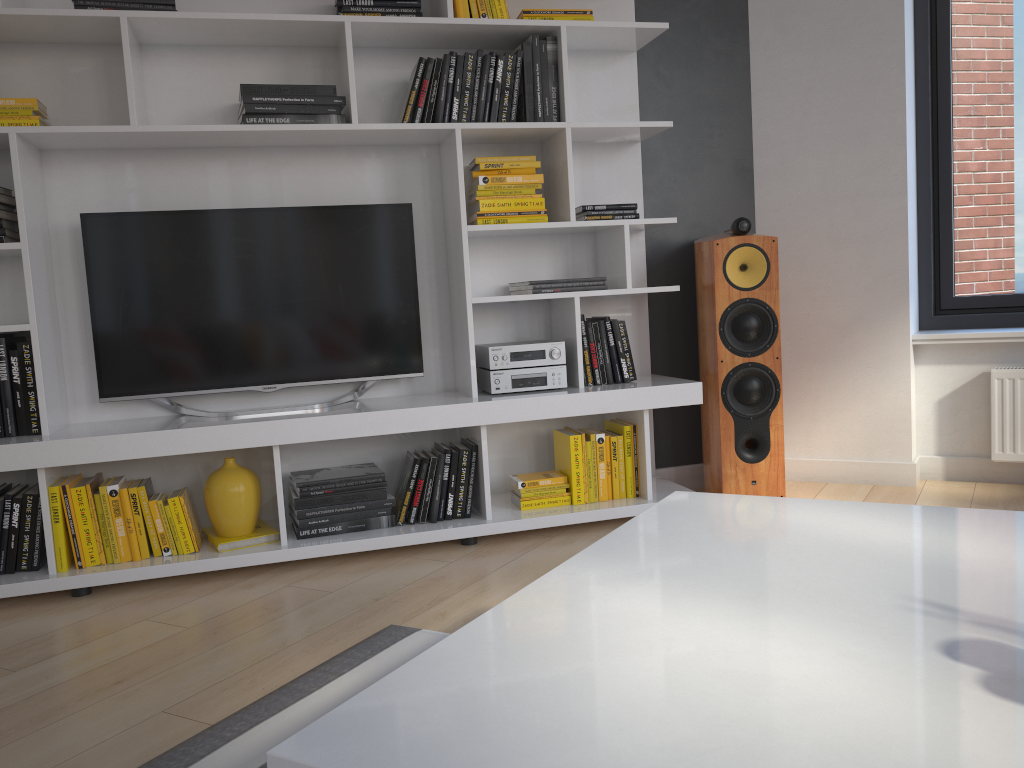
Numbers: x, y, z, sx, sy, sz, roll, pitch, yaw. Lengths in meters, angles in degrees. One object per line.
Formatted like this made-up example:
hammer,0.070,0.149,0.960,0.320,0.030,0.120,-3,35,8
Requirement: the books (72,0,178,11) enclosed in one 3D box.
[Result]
books,-1.254,-1.195,2.892,0.310,0.047,0.250,-5,6,-19

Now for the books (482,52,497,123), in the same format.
books,-0.104,-1.045,3.202,0.075,0.254,0.192,-5,6,-16

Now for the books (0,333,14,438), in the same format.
books,-1.651,0.001,2.888,0.026,0.326,0.237,-5,6,-15

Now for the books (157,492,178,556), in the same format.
books,-1.127,0.458,2.917,0.046,0.187,0.134,-5,6,-15

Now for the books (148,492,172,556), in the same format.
books,-1.149,0.459,2.918,0.056,0.188,0.138,-5,6,-15

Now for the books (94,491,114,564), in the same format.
books,-1.310,0.454,2.873,0.042,0.230,0.156,-5,6,-16

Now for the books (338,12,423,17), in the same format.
books,-0.465,-1.254,3.105,0.284,0.030,0.214,-5,6,-11

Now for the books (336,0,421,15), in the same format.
books,-0.472,-1.307,3.123,0.284,0.030,0.214,-5,6,-11

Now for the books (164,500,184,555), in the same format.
books,-1.105,0.467,2.911,0.049,0.169,0.113,-5,6,-16

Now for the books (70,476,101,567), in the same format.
books,-1.363,0.441,2.878,0.066,0.258,0.198,-5,6,-15

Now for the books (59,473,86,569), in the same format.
books,-1.397,0.438,2.862,0.048,0.271,0.213,-5,6,-15

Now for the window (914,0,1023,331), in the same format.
window,2.546,-1.433,3.242,1.960,2.402,0.170,0,6,30

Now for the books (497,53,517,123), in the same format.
books,-0.042,-1.048,3.217,0.084,0.249,0.191,-5,6,-15

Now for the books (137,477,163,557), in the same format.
books,-1.188,0.436,2.930,0.056,0.235,0.172,-5,6,-16

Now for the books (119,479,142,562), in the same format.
books,-1.234,0.441,2.888,0.043,0.240,0.169,-5,6,-16

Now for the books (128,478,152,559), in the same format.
books,-1.216,0.439,2.913,0.043,0.235,0.171,-5,6,-16

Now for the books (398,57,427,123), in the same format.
books,-0.359,-1.013,3.134,0.104,0.234,0.182,-5,6,-15

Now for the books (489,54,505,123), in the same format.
books,-0.075,-1.041,3.197,0.071,0.243,0.179,-5,6,-16

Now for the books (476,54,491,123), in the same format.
books,-0.119,-1.033,3.172,0.069,0.242,0.172,-5,6,-14

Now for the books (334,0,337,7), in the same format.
books,-0.471,-1.360,3.103,0.266,0.030,0.209,-6,6,-21

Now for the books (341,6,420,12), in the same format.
books,-0.469,-1.280,3.106,0.264,0.020,0.189,-5,6,-16

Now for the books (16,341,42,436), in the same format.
books,-1.550,0.007,2.910,0.051,0.297,0.230,-5,6,-15

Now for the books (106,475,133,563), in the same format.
books,-1.270,0.436,2.899,0.055,0.252,0.185,-5,6,-16

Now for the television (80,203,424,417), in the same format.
television,-0.875,-0.259,3.108,1.102,0.704,0.207,-5,6,-15

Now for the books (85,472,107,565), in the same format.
books,-1.334,0.435,2.884,0.038,0.267,0.202,-5,6,-14

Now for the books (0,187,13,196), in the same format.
books,-1.743,-0.605,2.799,0.246,0.026,0.180,-4,6,-7

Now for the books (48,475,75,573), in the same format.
books,-1.429,0.442,2.833,0.029,0.270,0.204,-5,6,-15

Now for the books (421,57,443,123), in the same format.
books,-0.294,-1.017,3.142,0.081,0.233,0.169,-5,6,-16

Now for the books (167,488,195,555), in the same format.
books,-1.085,0.451,2.931,0.067,0.193,0.148,-5,6,-14

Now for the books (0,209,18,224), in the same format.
books,-1.744,-0.527,2.809,0.284,0.030,0.214,-4,6,-6

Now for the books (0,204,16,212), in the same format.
books,-1.747,-0.552,2.810,0.264,0.020,0.189,-5,6,-11

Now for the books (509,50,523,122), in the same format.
books,-0.010,-1.055,3.226,0.066,0.260,0.197,-5,6,-15

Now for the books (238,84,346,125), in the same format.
books,-0.763,-0.934,3.066,0.343,0.137,0.277,-5,6,-20

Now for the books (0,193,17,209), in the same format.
books,-1.749,-0.579,2.828,0.284,0.030,0.214,-4,6,-6

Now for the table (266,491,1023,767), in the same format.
table,0.534,0.484,1.016,1.091,0.435,1.091,0,6,30

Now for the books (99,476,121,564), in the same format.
books,-1.292,0.439,2.882,0.041,0.252,0.180,-5,6,-15

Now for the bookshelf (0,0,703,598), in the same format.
bookshelf,-0.850,-0.424,2.988,3.000,2.052,0.455,-5,6,-15

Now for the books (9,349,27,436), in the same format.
books,-1.587,0.021,2.899,0.028,0.272,0.200,-5,6,-15

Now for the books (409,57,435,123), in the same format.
books,-0.328,-1.015,3.147,0.096,0.234,0.187,-5,6,-14

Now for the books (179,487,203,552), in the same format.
books,-1.064,0.448,2.945,0.046,0.193,0.149,-5,6,-14

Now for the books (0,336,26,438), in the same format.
books,-1.622,0.004,2.896,0.034,0.315,0.239,-5,6,-15
